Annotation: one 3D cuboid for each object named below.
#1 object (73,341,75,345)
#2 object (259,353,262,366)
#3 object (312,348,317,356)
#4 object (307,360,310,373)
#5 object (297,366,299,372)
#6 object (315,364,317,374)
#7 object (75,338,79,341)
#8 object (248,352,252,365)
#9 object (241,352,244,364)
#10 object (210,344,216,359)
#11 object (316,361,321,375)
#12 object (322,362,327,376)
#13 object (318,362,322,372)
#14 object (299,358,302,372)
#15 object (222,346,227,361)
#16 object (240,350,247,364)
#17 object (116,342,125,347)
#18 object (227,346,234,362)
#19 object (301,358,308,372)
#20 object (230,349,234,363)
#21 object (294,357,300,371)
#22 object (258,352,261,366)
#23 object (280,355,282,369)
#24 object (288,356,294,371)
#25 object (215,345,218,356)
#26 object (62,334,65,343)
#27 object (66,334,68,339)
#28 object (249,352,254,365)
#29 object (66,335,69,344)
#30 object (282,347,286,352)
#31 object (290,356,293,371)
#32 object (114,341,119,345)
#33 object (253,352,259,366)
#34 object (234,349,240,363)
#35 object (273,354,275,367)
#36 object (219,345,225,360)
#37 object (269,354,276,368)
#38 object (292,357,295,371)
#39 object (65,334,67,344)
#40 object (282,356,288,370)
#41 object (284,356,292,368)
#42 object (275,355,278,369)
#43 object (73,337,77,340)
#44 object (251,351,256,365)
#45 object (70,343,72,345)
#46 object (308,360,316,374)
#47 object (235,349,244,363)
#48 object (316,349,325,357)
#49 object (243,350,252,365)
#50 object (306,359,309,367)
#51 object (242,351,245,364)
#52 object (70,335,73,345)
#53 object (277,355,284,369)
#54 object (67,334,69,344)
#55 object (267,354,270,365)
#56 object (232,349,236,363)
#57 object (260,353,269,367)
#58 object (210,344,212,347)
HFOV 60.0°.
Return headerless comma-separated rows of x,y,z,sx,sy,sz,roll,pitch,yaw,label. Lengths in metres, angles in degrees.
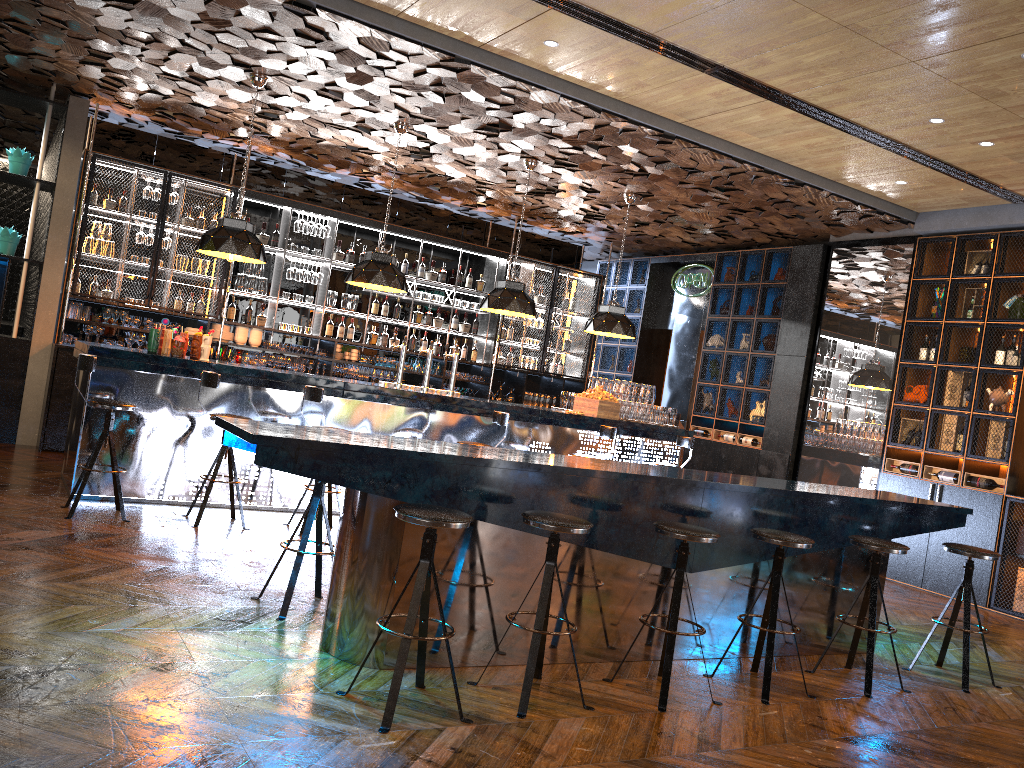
-4.644,-0.456,9.420,0.034,0.080,0.034,9,0,-32,object
-2.911,-0.254,10.342,0.082,0.213,0.082,9,0,40,object
-2.361,-0.383,10.667,0.095,0.096,0.095,9,0,-30,object
-2.439,-0.183,10.667,0.092,0.218,0.092,9,0,20,object
-2.584,-0.205,10.734,0.092,0.218,0.092,9,0,20,object
-2.384,-0.174,10.827,0.071,0.217,0.071,9,0,-22,object
-4.531,-0.439,9.229,0.034,0.080,0.034,9,0,-17,object
-3.082,-0.280,10.447,0.082,0.213,0.082,9,0,-31,object
-3.118,-0.286,10.322,0.082,0.213,0.082,9,0,-10,object
-3.398,-0.339,10.038,0.073,0.229,0.073,9,0,-42,object
-2.337,-0.167,10.666,0.071,0.217,0.071,9,0,-22,object
-2.265,-0.155,10.664,0.071,0.217,0.071,9,0,-22,object
-2.354,-0.169,10.753,0.071,0.217,0.071,9,0,-22,object
-2.507,-0.198,10.558,0.071,0.226,0.071,9,0,31,object
-3.296,-0.323,10.120,0.073,0.229,0.073,9,0,-42,object
-3.166,-0.294,10.393,0.082,0.213,0.082,9,0,0,object
-4.182,-0.397,9.466,0.093,0.101,0.093,9,0,22,object
-3.215,-0.310,10.084,0.073,0.229,0.073,9,0,-42,object
-2.466,-0.191,10.489,0.071,0.226,0.071,9,0,31,object
-3.248,-0.306,10.346,0.082,0.213,0.082,9,0,36,object
-2.548,-0.204,10.486,0.071,0.226,0.071,9,0,31,object
-2.956,-0.261,10.419,0.082,0.213,0.082,9,0,-43,object
-2.769,-0.233,10.632,0.084,0.216,0.084,9,0,-8,object
-2.684,-0.225,10.702,0.071,0.226,0.071,9,0,31,object
-3.375,-0.335,10.148,0.073,0.229,0.073,9,0,-42,object
-4.665,-0.469,9.207,0.028,0.097,0.028,9,0,-41,object
-4.658,-0.468,9.275,0.033,0.101,0.033,9,0,-39,object
-3.039,-0.274,10.369,0.082,0.213,0.082,9,0,1,object
-4.617,-0.462,9.203,0.033,0.101,0.033,9,0,-6,object
-2.671,-0.406,10.393,0.049,0.048,0.044,9,0,12,object
-2.635,-0.218,10.640,0.071,0.226,0.071,9,0,31,object
-4.241,-0.406,9.554,0.093,0.101,0.093,9,0,-10,object
-2.951,-0.260,10.215,0.082,0.213,0.082,9,0,3,object
-3.158,-0.293,10.195,0.082,0.213,0.082,9,0,-38,object
-2.843,-0.245,10.580,0.084,0.216,0.084,9,0,-32,object
-3.300,-0.323,10.038,0.073,0.229,0.073,9,0,-42,object
-2.790,-0.237,10.305,0.084,0.216,0.084,9,0,-42,object
-2.592,-0.211,10.557,0.071,0.226,0.071,9,0,31,object
-4.638,-0.465,9.242,0.033,0.101,0.033,9,0,40,object
-2.703,-0.223,10.516,0.084,0.216,0.084,9,0,12,object
-2.632,-0.212,10.399,0.084,0.216,0.084,9,0,12,object
-2.773,-0.234,10.467,0.084,0.216,0.084,9,0,-38,object
-4.667,-0.459,9.457,0.034,0.080,0.034,9,0,-21,object
-2.993,-0.267,10.291,0.082,0.213,0.082,9,0,39,object
-4.629,-0.463,9.307,0.031,0.098,0.031,9,0,20,object
-2.398,-0.176,10.566,0.092,0.218,0.092,9,0,20,object
-3.115,-0.286,10.116,0.082,0.213,0.082,9,0,-1,object
-2.286,-0.371,10.591,0.095,0.096,0.095,9,0,33,object
-3.040,-0.274,10.162,0.082,0.213,0.082,9,0,-1,object
-2.531,-0.197,10.768,0.092,0.218,0.092,9,0,20,object
-3.079,-0.280,10.239,0.082,0.213,0.082,9,0,35,object
-4.592,-0.457,9.239,0.031,0.098,0.031,9,0,8,object
-2.709,-0.225,10.352,0.084,0.216,0.084,9,0,-15,object
-4.725,-0.478,9.463,0.031,0.098,0.031,9,0,-26,object
-2.853,-0.247,10.424,0.084,0.216,0.084,9,0,-19,object
-3.200,-0.299,10.272,0.082,0.213,0.082,9,0,19,object
-2.871,-0.248,10.260,0.082,0.213,0.082,9,0,-1,object
-3.414,-0.341,9.946,0.073,0.229,0.073,9,0,-42,object
